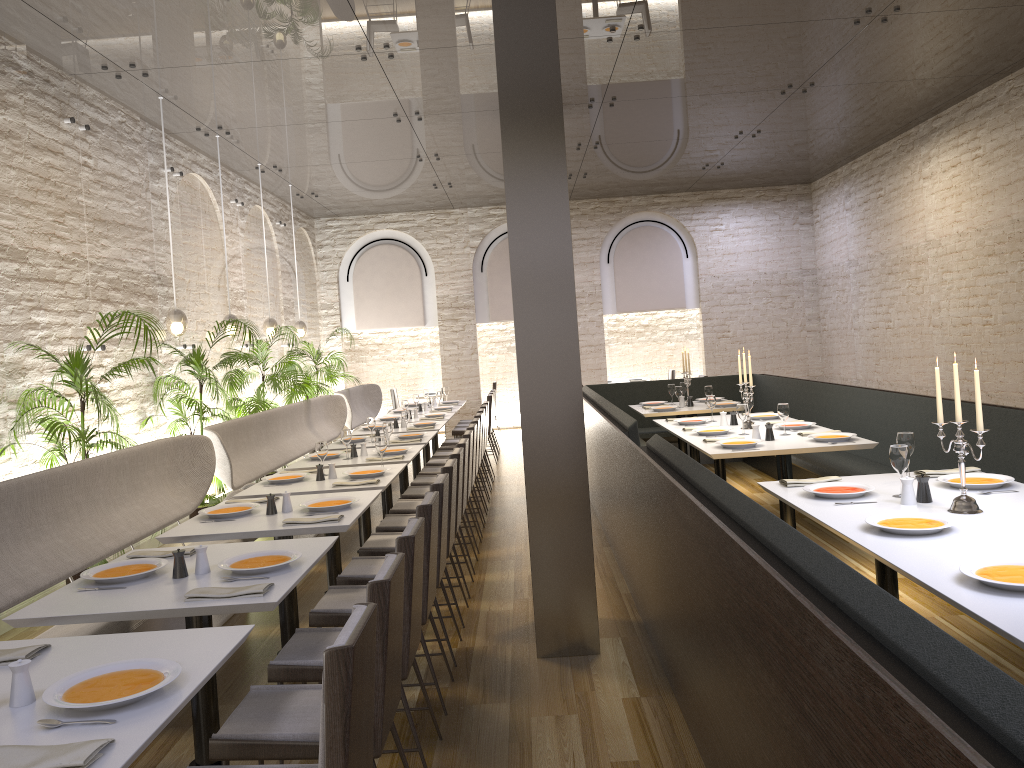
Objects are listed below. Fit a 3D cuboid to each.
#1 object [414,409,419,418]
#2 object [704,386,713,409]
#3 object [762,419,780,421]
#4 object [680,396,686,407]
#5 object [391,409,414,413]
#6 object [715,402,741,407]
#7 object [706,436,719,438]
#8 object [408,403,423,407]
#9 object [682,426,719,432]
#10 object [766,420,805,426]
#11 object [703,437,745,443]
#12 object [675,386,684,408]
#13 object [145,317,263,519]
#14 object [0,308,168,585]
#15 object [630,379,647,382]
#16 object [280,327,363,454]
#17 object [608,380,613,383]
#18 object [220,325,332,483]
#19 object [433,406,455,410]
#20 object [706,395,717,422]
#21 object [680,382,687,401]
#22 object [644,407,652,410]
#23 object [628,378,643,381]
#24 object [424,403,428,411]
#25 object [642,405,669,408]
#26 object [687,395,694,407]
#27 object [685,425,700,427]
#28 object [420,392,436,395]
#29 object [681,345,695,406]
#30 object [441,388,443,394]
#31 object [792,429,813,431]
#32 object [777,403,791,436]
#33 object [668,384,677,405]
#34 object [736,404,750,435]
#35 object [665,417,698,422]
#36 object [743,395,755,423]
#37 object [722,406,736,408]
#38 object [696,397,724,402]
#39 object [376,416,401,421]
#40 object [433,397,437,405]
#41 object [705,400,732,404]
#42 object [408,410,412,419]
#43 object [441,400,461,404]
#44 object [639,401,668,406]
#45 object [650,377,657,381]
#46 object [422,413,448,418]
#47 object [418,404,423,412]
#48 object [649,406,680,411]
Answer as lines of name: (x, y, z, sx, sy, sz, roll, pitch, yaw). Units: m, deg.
object: (-1.136, 0.350, 10.466, 0.059, 0.109, 0.059, -3, 1, 36)
object: (2.024, 0.135, 9.097, 0.086, 0.231, 0.086, -4, 1, 37)
object: (2.196, 0.304, 7.530, 0.181, 0.015, 0.038, -4, 2, 2)
object: (1.823, 0.188, 9.488, 0.068, 0.126, 0.069, -3, 1, 43)
object: (-1.434, 0.357, 11.596, 0.321, 0.036, 0.322, -2, 3, 38)
object: (2.217, 0.216, 9.208, 0.322, 0.036, 0.321, -5, 3, -23)
object: (1.548, 0.392, 6.656, 0.185, 0.010, 0.017, -4, 2, 1)
object: (-1.421, 0.302, 12.736, 0.321, 0.036, 0.322, -2, 3, 38)
object: (1.536, 0.364, 7.218, 0.273, 0.033, 0.143, -4, 3, 1)
object: (2.222, 0.316, 7.210, 0.273, 0.033, 0.143, -4, 3, 1)
object: (1.527, 0.403, 6.394, 0.273, 0.033, 0.143, -4, 3, 1)
object: (1.772, 0.139, 9.388, 0.086, 0.231, 0.086, -4, 1, 37)
object: (-2.733, 0.423, 7.816, 1.144, 1.974, 1.190, -3, 1, 31)
object: (-2.757, 0.524, 5.704, 1.144, 1.974, 1.190, -3, 1, 31)
object: (2.169, -0.055, 15.204, 0.273, 0.033, 0.143, -4, 3, 1)
object: (-2.670, 0.208, 12.289, 1.146, 1.974, 1.188, -4, 1, -19)
object: (1.638, -0.043, 15.572, 0.321, 0.036, 0.322, -2, 3, 36)
object: (-2.713, 0.327, 9.826, 1.187, 1.974, 1.147, -3, 1, 41)
object: (-0.898, 0.320, 11.588, 0.321, 0.036, 0.322, -2, 3, 38)
object: (1.754, 0.216, 7.785, 0.086, 0.231, 0.086, -4, 1, 13)
object: (1.946, 0.097, 10.028, 0.086, 0.231, 0.086, -4, 1, -29)
object: (1.561, 0.255, 9.499, 0.273, 0.033, 0.143, -4, 3, 1)
object: (2.174, -0.079, 15.564, 0.321, 0.036, 0.322, -2, 3, 36)
object: (-1.123, 0.297, 11.570, 0.059, 0.109, 0.059, -3, 1, 36)
object: (1.563, 0.247, 9.654, 0.273, 0.033, 0.143, -4, 3, 1)
object: (1.903, 0.183, 9.463, 0.068, 0.126, 0.069, -3, 1, 43)
object: (1.558, 0.351, 7.515, 0.185, 0.010, 0.017, -4, 2, 1)
object: (-1.456, 0.170, 15.608, 0.321, 0.036, 0.322, -2, 3, 36)
object: (1.893, -0.093, 9.594, 0.131, 0.656, 0.390, -4, 1, 12)
object: (-1.216, 0.117, 15.536, 0.059, 0.109, 0.059, -4, 1, 3)
object: (2.186, 0.345, 6.671, 0.181, 0.015, 0.038, -4, 2, 2)
object: (1.995, 0.259, 6.496, 0.086, 0.231, 0.086, -3, 1, 43)
object: (1.777, 0.117, 9.842, 0.086, 0.231, 0.086, -4, 1, 37)
object: (1.741, 0.268, 6.685, 0.086, 0.231, 0.086, -4, 1, 1)
object: (1.545, 0.323, 8.077, 0.273, 0.033, 0.143, -4, 3, 1)
object: (2.006, 0.212, 7.494, 0.086, 0.231, 0.086, -4, 1, 13)
object: (2.212, 0.233, 9.026, 0.181, 0.015, 0.038, -4, 2, 2)
object: (2.226, 0.180, 9.954, 0.322, 0.036, 0.321, -6, 4, -41)
object: (-1.447, 0.409, 10.493, 0.321, 0.036, 0.322, -2, 3, 38)
object: (-1.110, 0.243, 12.710, 0.059, 0.109, 0.059, -3, 1, 36)
object: (2.250, 0.201, 9.639, 0.273, 0.033, 0.143, -4, 3, 1)
object: (-1.206, 0.357, 10.421, 0.059, 0.109, 0.059, -3, 1, 36)
object: (-0.885, 0.266, 12.728, 0.321, 0.036, 0.322, -2, 3, 38)
object: (1.593, 0.224, 9.963, 0.322, 0.036, 0.322, -4, 3, -4)
object: (1.853, 0.031, 11.565, 0.086, 0.231, 0.086, -4, 1, 31)
object: (-0.910, 0.373, 10.484, 0.321, 0.036, 0.322, -2, 3, 38)
object: (-1.194, 0.304, 11.525, 0.059, 0.109, 0.059, -3, 1, 36)
object: (1.584, 0.259, 9.217, 0.322, 0.036, 0.321, -5, 3, -23)
